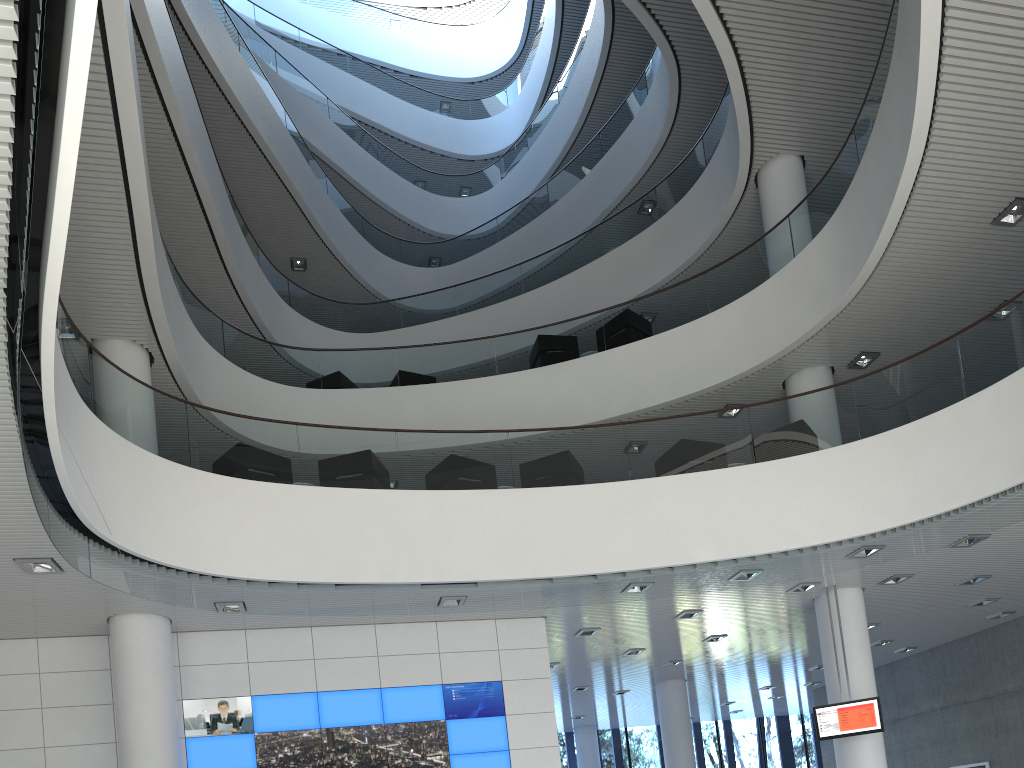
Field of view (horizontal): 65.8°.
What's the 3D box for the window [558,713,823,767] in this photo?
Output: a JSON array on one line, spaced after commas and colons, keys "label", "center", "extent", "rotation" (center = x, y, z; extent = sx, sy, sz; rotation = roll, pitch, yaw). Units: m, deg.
[{"label": "window", "center": [0.768, 8.190, 15.581], "extent": [18.049, 2.776, 0.082], "rotation": [1, -6, -13]}]
